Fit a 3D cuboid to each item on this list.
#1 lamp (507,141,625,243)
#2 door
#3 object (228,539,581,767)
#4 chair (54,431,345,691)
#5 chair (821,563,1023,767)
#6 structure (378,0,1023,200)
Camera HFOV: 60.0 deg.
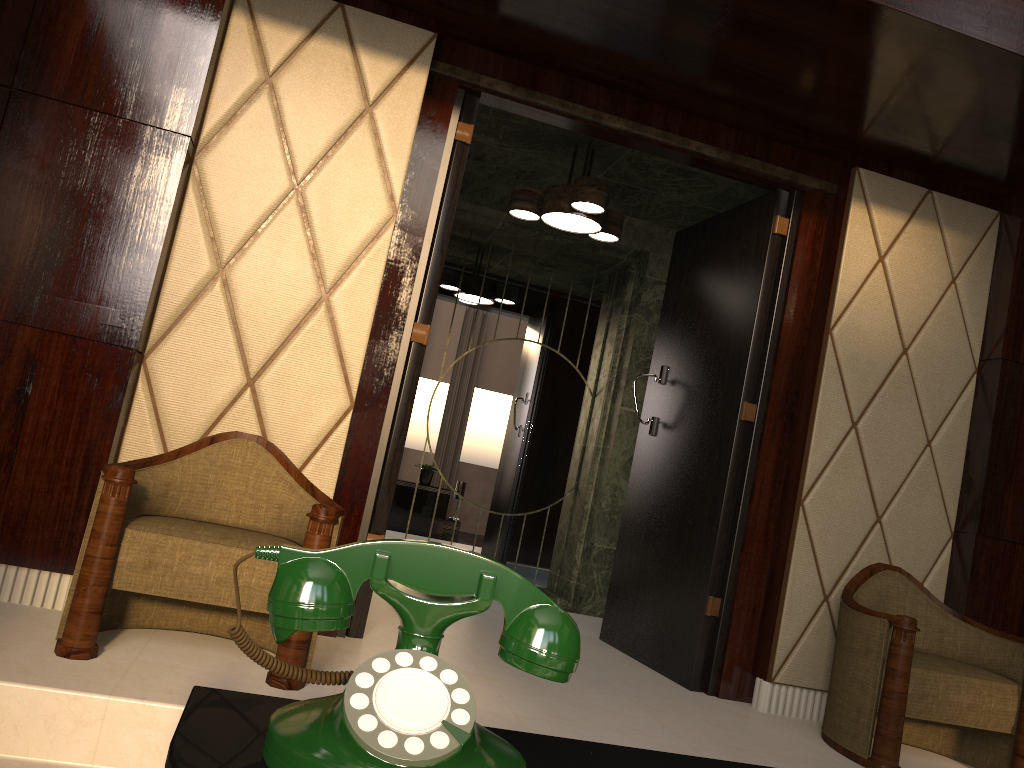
[{"bbox_3d":[0.234,-0.852,3.764,0.467,0.347,0.515,10,-7,17],"label":"lamp"},{"bbox_3d":[0.094,0.050,3.309,1.435,1.820,0.828,13,-7,-14],"label":"door"},{"bbox_3d":[-0.064,0.159,0.533,0.178,0.131,0.158,6,-8,39],"label":"object"},{"bbox_3d":[-0.734,0.391,2.215,0.571,0.550,0.462,13,-6,-13],"label":"chair"},{"bbox_3d":[1.236,0.847,2.670,0.571,0.550,0.462,13,-6,-13],"label":"chair"},{"bbox_3d":[0.789,-0.490,1.147,6.107,3.189,3.750,13,-6,-13],"label":"structure"}]
